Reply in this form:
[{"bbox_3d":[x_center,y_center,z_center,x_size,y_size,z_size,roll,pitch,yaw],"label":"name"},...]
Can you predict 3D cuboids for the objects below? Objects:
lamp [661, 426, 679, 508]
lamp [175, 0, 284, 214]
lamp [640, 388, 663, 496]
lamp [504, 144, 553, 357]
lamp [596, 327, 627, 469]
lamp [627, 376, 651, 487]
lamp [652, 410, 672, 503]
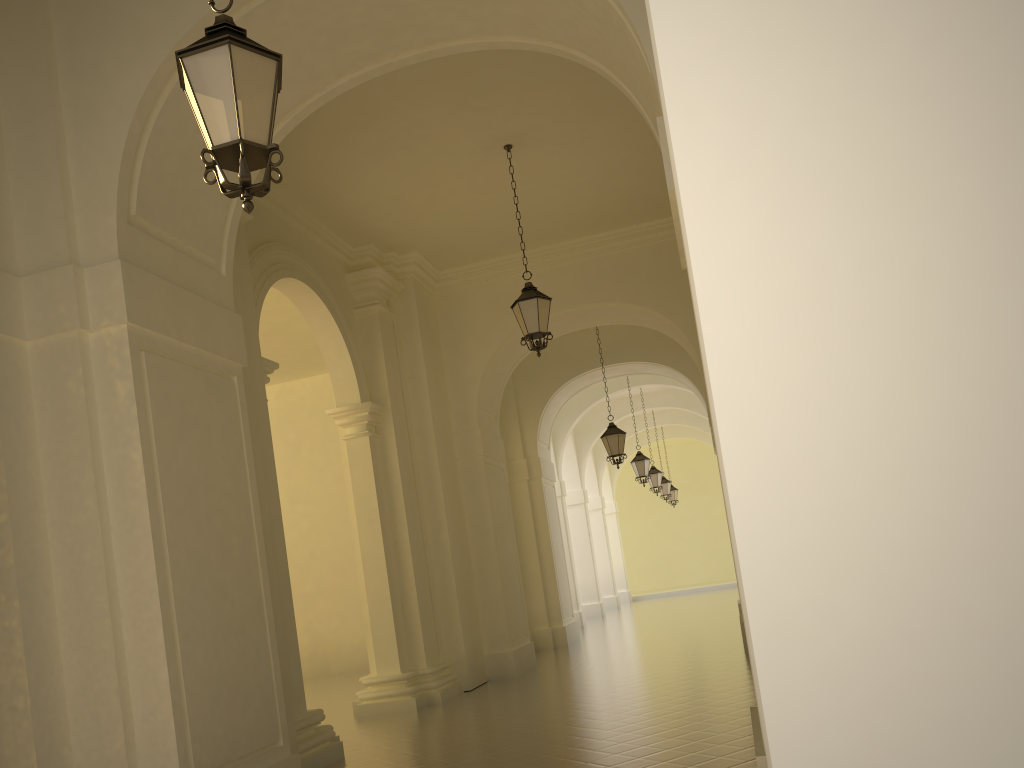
[{"bbox_3d":[5.780,2.979,32.565,0.513,3.274,0.444,-9,-4,13],"label":"lamp"},{"bbox_3d":[-1.387,-2.358,3.935,0.440,3.274,0.518,-7,-4,-17],"label":"lamp"},{"bbox_3d":[3.928,1.600,25.166,0.513,3.274,0.444,-9,-4,13],"label":"lamp"},{"bbox_3d":[0.134,-1.559,10.254,0.450,2.538,0.507,-12,-5,43],"label":"lamp"},{"bbox_3d":[1.755,-0.018,16.489,0.440,3.274,0.518,-7,-4,-17],"label":"lamp"},{"bbox_3d":[2.982,0.895,21.387,0.513,3.274,0.444,-9,-4,13],"label":"lamp"},{"bbox_3d":[4.857,2.292,28.877,0.513,3.274,0.444,-9,-4,13],"label":"lamp"}]
